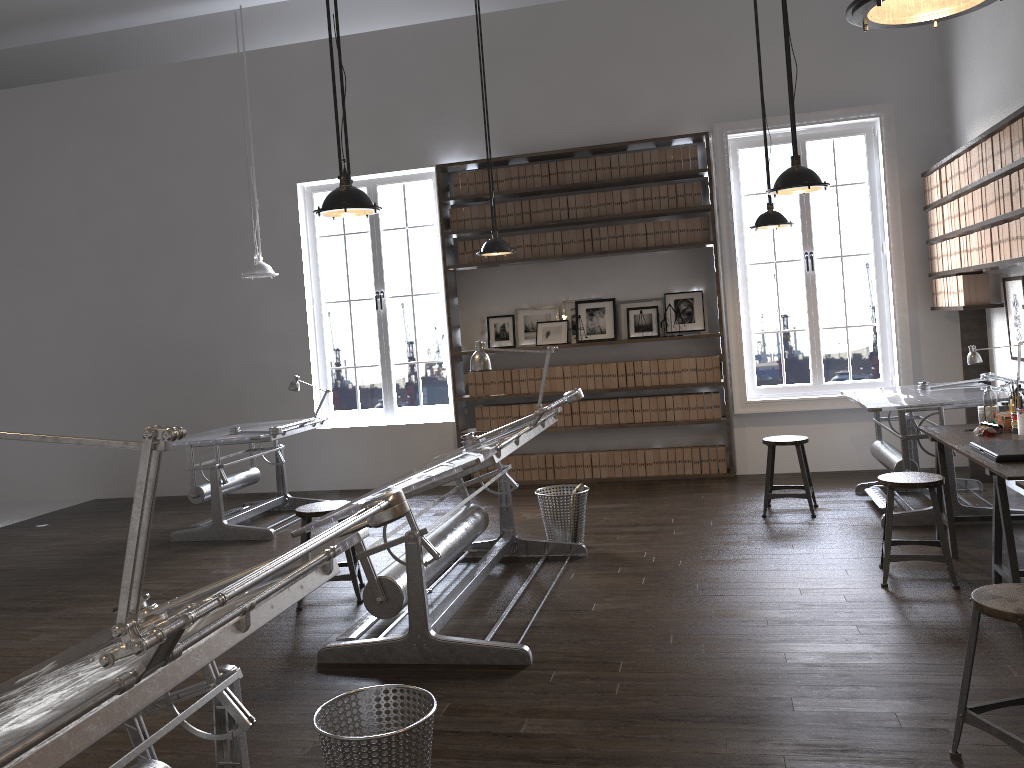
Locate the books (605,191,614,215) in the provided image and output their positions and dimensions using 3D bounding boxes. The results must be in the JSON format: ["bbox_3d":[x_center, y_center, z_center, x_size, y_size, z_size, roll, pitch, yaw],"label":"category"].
[{"bbox_3d":[0.892,-1.621,8.015,0.066,0.225,0.175,-4,2,13],"label":"books"}]

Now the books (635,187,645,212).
[{"bbox_3d":[1.156,-1.637,7.950,0.067,0.225,0.175,-4,2,13],"label":"books"}]

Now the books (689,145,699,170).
[{"bbox_3d":[1.613,-1.985,7.838,0.066,0.225,0.175,-4,2,13],"label":"books"}]

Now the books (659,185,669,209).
[{"bbox_3d":[1.360,-1.650,7.905,0.066,0.225,0.175,-4,2,13],"label":"books"}]

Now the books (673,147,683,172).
[{"bbox_3d":[1.476,-1.977,7.874,0.066,0.225,0.175,-4,2,13],"label":"books"}]

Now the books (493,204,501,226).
[{"bbox_3d":[-0.130,-1.557,8.249,0.066,0.225,0.175,-4,2,13],"label":"books"}]

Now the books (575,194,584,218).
[{"bbox_3d":[0.630,-1.605,8.073,0.066,0.225,0.175,-4,2,13],"label":"books"}]

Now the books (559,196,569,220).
[{"bbox_3d":[0.487,-1.596,8.105,0.066,0.225,0.175,-4,2,13],"label":"books"}]

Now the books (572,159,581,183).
[{"bbox_3d":[0.599,-1.922,8.071,0.066,0.225,0.175,-4,2,13],"label":"books"}]

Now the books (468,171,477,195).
[{"bbox_3d":[-0.354,-1.862,8.288,0.066,0.225,0.175,-4,2,13],"label":"books"}]

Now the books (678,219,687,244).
[{"bbox_3d":[1.520,-1.348,7.875,0.066,0.225,0.175,-4,2,13],"label":"books"}]

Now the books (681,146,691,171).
[{"bbox_3d":[1.545,-1.981,7.858,0.066,0.225,0.175,-4,2,13],"label":"books"}]

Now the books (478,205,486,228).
[{"bbox_3d":[-0.261,-1.549,8.278,0.066,0.225,0.175,-4,2,13],"label":"books"}]

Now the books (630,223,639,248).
[{"bbox_3d":[1.115,-1.323,7.973,0.066,0.225,0.175,-4,2,13],"label":"books"}]

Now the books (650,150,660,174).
[{"bbox_3d":[1.284,-1.965,7.915,0.066,0.225,0.175,-4,2,13],"label":"books"}]

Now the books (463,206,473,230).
[{"bbox_3d":[-0.393,-1.540,8.304,0.067,0.225,0.175,-4,2,13],"label":"books"}]

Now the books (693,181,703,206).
[{"bbox_3d":[1.648,-1.669,7.842,0.066,0.225,0.175,-4,2,13],"label":"books"}]

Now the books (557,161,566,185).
[{"bbox_3d":[0.465,-1.913,8.105,0.066,0.225,0.175,-4,2,13],"label":"books"}]

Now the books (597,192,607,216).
[{"bbox_3d":[0.825,-1.617,8.032,0.066,0.225,0.175,-4,2,13],"label":"books"}]

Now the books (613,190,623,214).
[{"bbox_3d":[0.960,-1.625,7.996,0.067,0.225,0.175,-4,2,13],"label":"books"}]

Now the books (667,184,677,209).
[{"bbox_3d":[1.430,-1.655,7.894,0.066,0.225,0.175,-4,2,13],"label":"books"}]

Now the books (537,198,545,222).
[{"bbox_3d":[0.285,-1.583,8.152,0.066,0.225,0.175,-4,2,13],"label":"books"}]

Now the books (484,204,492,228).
[{"bbox_3d":[-0.197,-1.552,8.258,0.067,0.225,0.175,-4,2,13],"label":"books"}]

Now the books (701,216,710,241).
[{"bbox_3d":[1.715,-1.361,7.836,0.066,0.225,0.175,-4,2,13],"label":"books"}]

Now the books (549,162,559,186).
[{"bbox_3d":[0.392,-1.909,8.116,0.067,0.225,0.175,-4,2,13],"label":"books"}]

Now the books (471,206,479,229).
[{"bbox_3d":[-0.322,-1.545,8.290,0.066,0.225,0.175,-4,2,13],"label":"books"}]

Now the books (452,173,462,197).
[{"bbox_3d":[-0.495,-1.853,8.317,0.067,0.225,0.175,-4,2,13],"label":"books"}]

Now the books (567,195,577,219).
[{"bbox_3d":[0.559,-1.600,8.087,0.067,0.225,0.175,-4,2,13],"label":"books"}]

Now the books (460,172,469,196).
[{"bbox_3d":[-0.425,-1.857,8.301,0.066,0.225,0.175,-4,2,13],"label":"books"}]

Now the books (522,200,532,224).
[{"bbox_3d":[0.149,-1.574,8.180,0.067,0.225,0.175,-4,2,13],"label":"books"}]

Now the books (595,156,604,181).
[{"bbox_3d":[0.807,-1.935,8.025,0.066,0.225,0.175,-4,2,13],"label":"books"}]

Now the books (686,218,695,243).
[{"bbox_3d":[1.585,-1.352,7.860,0.067,0.225,0.175,-4,2,13],"label":"books"}]

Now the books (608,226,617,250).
[{"bbox_3d":[0.916,-1.310,8.019,0.066,0.225,0.175,-4,2,13],"label":"books"}]

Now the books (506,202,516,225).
[{"bbox_3d":[0.007,-1.565,8.214,0.066,0.225,0.175,-4,2,13],"label":"books"}]

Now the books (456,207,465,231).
[{"bbox_3d":[-0.461,-1.536,8.324,0.066,0.225,0.175,-4,2,13],"label":"books"}]

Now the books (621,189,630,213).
[{"bbox_3d":[1.031,-1.630,7.981,0.066,0.225,0.175,-4,2,13],"label":"books"}]

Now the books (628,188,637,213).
[{"bbox_3d":[1.092,-1.634,7.969,0.066,0.225,0.175,-4,2,13],"label":"books"}]

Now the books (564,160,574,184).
[{"bbox_3d":[0.527,-1.917,8.084,0.066,0.225,0.175,-4,2,13],"label":"books"}]

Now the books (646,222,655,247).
[{"bbox_3d":[1.246,-1.331,7.939,0.067,0.225,0.175,-4,2,13],"label":"books"}]

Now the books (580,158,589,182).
[{"bbox_3d":[0.667,-1.926,8.059,0.066,0.225,0.175,-4,2,13],"label":"books"}]

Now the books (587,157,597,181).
[{"bbox_3d":[0.735,-1.930,8.042,0.066,0.225,0.175,-4,2,13],"label":"books"}]

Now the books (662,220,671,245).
[{"bbox_3d":[1.383,-1.340,7.914,0.066,0.225,0.175,-4,2,13],"label":"books"}]

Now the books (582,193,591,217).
[{"bbox_3d":[0.692,-1.609,8.060,0.066,0.225,0.175,-4,2,13],"label":"books"}]

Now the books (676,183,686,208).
[{"bbox_3d":[1.502,-1.659,7.872,0.067,0.225,0.175,-4,2,13],"label":"books"}]

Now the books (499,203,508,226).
[{"bbox_3d":[-0.061,-1.561,8.233,0.066,0.225,0.175,-4,2,13],"label":"books"}]

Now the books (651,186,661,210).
[{"bbox_3d":[1.292,-1.646,7.925,0.066,0.225,0.175,-4,2,13],"label":"books"}]

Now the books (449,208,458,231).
[{"bbox_3d":[-0.528,-1.532,8.341,0.066,0.225,0.175,-4,2,13],"label":"books"}]

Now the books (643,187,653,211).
[{"bbox_3d":[1.223,-1.642,7.940,0.066,0.225,0.175,-4,2,13],"label":"books"}]

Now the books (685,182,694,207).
[{"bbox_3d":[1.575,-1.664,7.861,0.066,0.225,0.175,-4,2,13],"label":"books"}]

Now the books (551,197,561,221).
[{"bbox_3d":[0.416,-1.591,8.118,0.066,0.225,0.175,-4,2,13],"label":"books"}]

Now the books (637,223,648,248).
[{"bbox_3d":[1.176,-1.327,7.957,0.066,0.225,0.175,-4,2,13],"label":"books"}]

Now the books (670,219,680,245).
[{"bbox_3d":[1.450,-1.344,7.894,0.066,0.225,0.175,-4,2,13],"label":"books"}]

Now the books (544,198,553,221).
[{"bbox_3d":[0.346,-1.586,8.134,0.067,0.225,0.175,-4,2,13],"label":"books"}]

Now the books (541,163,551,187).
[{"bbox_3d":[0.320,-1.904,8.138,0.066,0.225,0.175,-4,2,13],"label":"books"}]

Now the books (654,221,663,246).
[{"bbox_3d":[1.315,-1.336,7.927,0.066,0.225,0.175,-4,2,13],"label":"books"}]

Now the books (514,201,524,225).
[{"bbox_3d":[0.077,-1.570,8.202,0.066,0.225,0.175,-4,2,13],"label":"books"}]

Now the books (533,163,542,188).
[{"bbox_3d":[0.250,-1.900,8.149,0.066,0.225,0.175,-4,2,13],"label":"books"}]

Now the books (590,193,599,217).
[{"bbox_3d":[0.756,-1.612,8.041,0.067,0.225,0.175,-4,2,13],"label":"books"}]

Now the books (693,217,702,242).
[{"bbox_3d":[1.647,-1.356,7.851,0.066,0.225,0.175,-4,2,13],"label":"books"}]

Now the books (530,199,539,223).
[{"bbox_3d":[0.222,-1.579,8.169,0.066,0.225,0.175,-4,2,13],"label":"books"}]
